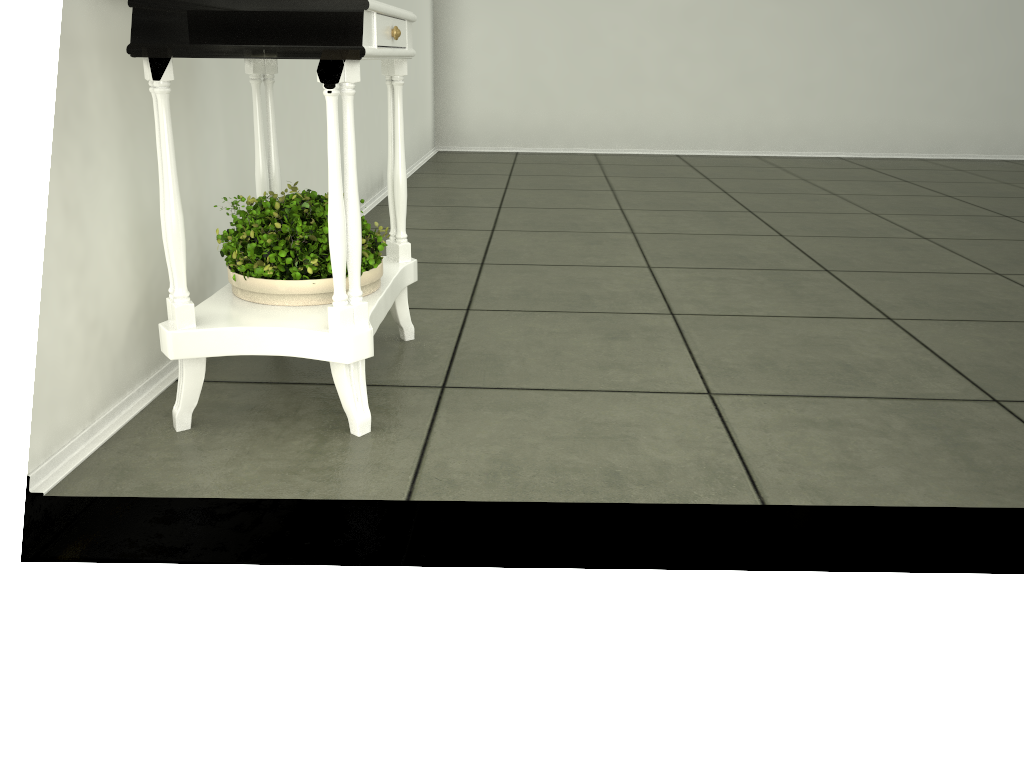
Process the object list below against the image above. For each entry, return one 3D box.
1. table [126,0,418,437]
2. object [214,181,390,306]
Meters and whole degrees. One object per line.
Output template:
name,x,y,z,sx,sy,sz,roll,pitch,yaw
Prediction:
table,-0.446,-0.393,1.898,0.432,0.785,0.717,1,18,2
object,-0.456,-0.323,1.917,0.374,0.226,0.356,0,19,-2
